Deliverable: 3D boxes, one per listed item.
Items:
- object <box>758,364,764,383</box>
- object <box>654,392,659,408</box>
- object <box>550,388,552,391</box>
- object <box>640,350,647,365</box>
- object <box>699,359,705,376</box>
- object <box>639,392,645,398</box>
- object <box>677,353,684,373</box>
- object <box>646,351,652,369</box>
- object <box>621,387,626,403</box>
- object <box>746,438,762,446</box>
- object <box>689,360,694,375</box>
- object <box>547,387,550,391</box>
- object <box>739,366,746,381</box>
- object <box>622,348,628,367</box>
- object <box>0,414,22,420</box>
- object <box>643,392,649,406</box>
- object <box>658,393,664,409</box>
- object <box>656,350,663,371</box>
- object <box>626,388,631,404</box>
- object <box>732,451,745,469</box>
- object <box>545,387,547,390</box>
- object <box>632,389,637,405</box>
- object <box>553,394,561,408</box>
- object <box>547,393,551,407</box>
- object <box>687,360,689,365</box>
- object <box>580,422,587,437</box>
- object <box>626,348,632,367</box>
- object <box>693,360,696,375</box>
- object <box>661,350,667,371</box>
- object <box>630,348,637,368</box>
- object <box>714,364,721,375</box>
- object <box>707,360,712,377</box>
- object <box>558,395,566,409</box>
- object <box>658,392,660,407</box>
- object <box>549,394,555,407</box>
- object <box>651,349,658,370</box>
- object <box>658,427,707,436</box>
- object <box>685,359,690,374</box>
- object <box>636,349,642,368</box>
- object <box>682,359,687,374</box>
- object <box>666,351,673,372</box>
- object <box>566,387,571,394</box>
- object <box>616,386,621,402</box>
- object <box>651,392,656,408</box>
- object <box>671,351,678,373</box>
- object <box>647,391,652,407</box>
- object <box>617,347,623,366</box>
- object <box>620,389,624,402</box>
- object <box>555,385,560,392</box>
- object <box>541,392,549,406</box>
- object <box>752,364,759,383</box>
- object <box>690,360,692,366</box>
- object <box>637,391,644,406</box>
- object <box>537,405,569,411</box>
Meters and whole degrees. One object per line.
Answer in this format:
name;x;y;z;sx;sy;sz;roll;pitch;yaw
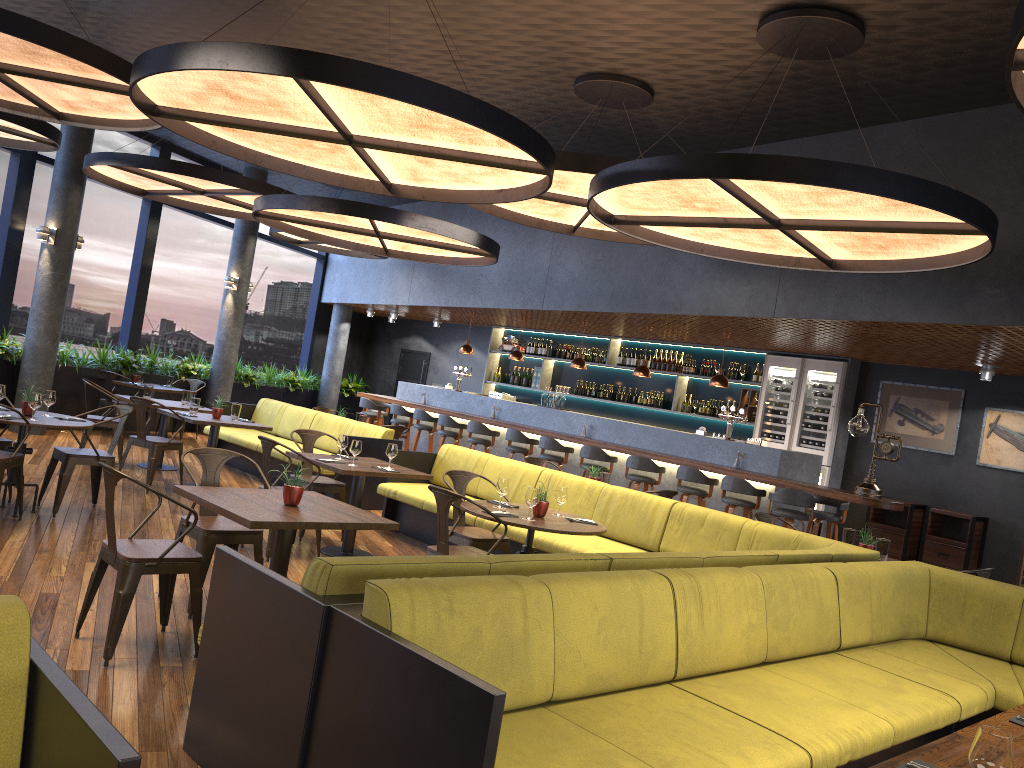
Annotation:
object;3.562;-0.144;12.603;0.079;0.281;0.079;9;0;15
object;2.255;0.247;13.786;0.063;0.254;0.063;10;0;-36
object;0.683;0.094;15.496;0.042;0.059;0.042;9;0;8
object;2.097;-0.393;14.082;0.085;0.310;0.086;9;0;-10
object;2.848;-0.245;13.238;0.063;0.254;0.063;9;0;44
object;2.073;0.243;14.188;0.097;0.206;0.097;9;0;-12
object;2.615;-0.321;13.693;0.084;0.330;0.084;10;0;-37
object;2.181;-0.379;14.130;0.085;0.310;0.086;9;0;-3
object;1.798;0.174;14.276;0.063;0.254;0.063;9;0;-6
object;2.839;0.667;10.404;0.177;0.091;0.091;9;0;21
object;2.716;-0.252;13.393;0.056;0.227;0.056;9;0;33
object;0.641;0.087;15.487;0.042;0.059;0.042;9;0;8
object;3.317;-0.146;12.776;0.097;0.206;0.097;9;0;15
object;1.853;-0.432;14.473;0.085;0.310;0.086;10;0;-29
object;-3.772;0.243;6.622;0.157;0.019;0.255;9;0;-1
object;2.120;0.241;13.979;0.088;0.224;0.088;10;0;-29
object;2.338;0.261;13.853;0.063;0.254;0.063;9;0;19
object;2.311;-0.370;13.839;0.084;0.330;0.084;10;0;-37
object;1.895;0.190;14.333;0.063;0.254;0.063;9;0;19
object;2.633;0.880;10.313;0.114;0.203;0.069;9;0;-9
object;0.603;0.081;15.580;0.042;0.059;0.042;9;0;8
object;1.982;0.204;14.252;0.063;0.254;0.063;9;0;4
object;0.643;0.258;12.776;0.105;0.209;0.105;9;0;-9
object;0.562;0.246;13.024;0.105;0.209;0.105;9;0;-9
object;2.676;-0.258;13.523;0.056;0.227;0.056;10;0;-42
object;0.991;0.618;12.054;0.114;0.203;0.069;9;0;36
object;1.902;-0.425;14.290;0.085;0.310;0.086;9;0;-10
object;2.759;-0.245;13.435;0.056;0.227;0.056;10;0;-42
object;2.374;-0.360;13.771;0.084;0.330;0.084;10;0;-37
object;1.963;-0.415;14.221;0.085;0.310;0.086;9;0;-16
object;3.021;-0.194;13.069;0.097;0.206;0.097;9;0;15
object;2.937;-0.231;13.155;0.063;0.254;0.063;9;0;19
object;0.720;0.271;12.860;0.105;0.209;0.105;9;0;-9
object;2.301;0.255;13.963;0.063;0.254;0.063;9;0;-16
object;0.594;0.250;12.904;0.105;0.209;0.105;9;0;-9
object;2.247;-0.380;13.907;0.084;0.330;0.084;10;0;-37
object;2.108;0.543;11.215;0.200;0.106;0.766;10;0;-44
object;2.674;-0.259;13.438;0.056;0.227;0.056;9;0;23
object;2.050;-0.400;14.265;0.085;0.310;0.086;10;0;-32
object;2.632;-0.265;13.481;0.056;0.227;0.056;9;0;8
object;2.441;-0.349;13.694;0.084;0.330;0.084;10;0;-37
object;0.967;0.109;15.225;0.084;0.119;0.084;9;0;1
object;1.730;0.163;14.350;0.063;0.254;0.063;9;0;19
object;2.230;0.243;13.918;0.063;0.254;0.063;9;0;-16
object;2.508;-0.339;13.626;0.084;0.330;0.084;10;0;-37
object;2.161;0.232;13.851;0.063;0.254;0.063;9;0;39
object;1.766;-0.446;14.429;0.085;0.310;0.086;9;0;-16
object;1.810;0.176;14.424;0.063;0.254;0.063;9;0;34
object;0.791;0.081;15.412;0.084;0.119;0.084;9;0;1
object;0.477;0.231;12.958;0.105;0.209;0.105;9;0;-9
object;3.497;-0.154;12.672;0.079;0.281;0.079;10;0;-35
object;2.716;-0.251;13.480;0.056;0.227;0.056;9;0;8
object;2.048;0.229;14.057;0.088;0.224;0.088;9;0;16
object;0.601;0.348;12.919;0.273;0.019;0.437;10;0;-44
